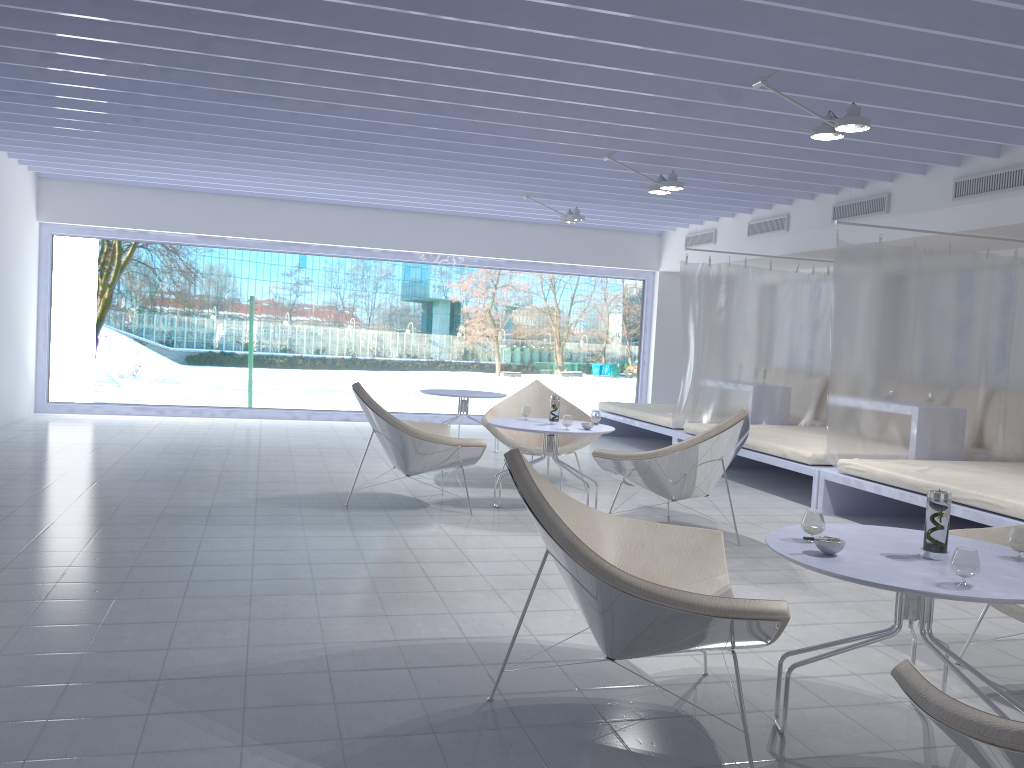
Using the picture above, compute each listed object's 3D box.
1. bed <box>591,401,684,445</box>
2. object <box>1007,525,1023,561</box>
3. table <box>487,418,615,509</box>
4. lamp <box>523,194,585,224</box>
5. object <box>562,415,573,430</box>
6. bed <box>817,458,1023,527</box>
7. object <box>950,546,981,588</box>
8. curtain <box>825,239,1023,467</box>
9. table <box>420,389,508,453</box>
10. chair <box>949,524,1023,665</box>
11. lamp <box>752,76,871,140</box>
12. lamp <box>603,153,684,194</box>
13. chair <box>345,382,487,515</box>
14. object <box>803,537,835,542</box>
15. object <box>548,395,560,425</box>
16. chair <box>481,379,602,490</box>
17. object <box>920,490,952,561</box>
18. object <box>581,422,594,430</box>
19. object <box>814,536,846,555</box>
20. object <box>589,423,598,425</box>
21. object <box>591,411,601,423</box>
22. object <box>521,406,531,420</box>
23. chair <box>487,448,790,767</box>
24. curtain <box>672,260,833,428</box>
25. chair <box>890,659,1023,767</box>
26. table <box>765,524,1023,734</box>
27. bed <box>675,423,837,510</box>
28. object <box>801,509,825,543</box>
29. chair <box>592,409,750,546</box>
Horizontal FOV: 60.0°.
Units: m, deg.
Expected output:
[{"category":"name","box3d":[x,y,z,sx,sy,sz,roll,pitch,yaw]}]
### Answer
[{"category":"bed","box3d":[2.178,0.492,9.486,2.022,0.422,2.200,2,3,-16]},{"category":"object","box3d":[1.449,0.453,2.525,0.068,0.091,0.068,2,3,-26]},{"category":"table","box3d":[0.237,0.528,5.736,0.825,0.534,0.823,2,3,-24]},{"category":"lamp","box3d":[0.393,-1.702,8.589,0.587,0.218,0.380,2,3,-16]},{"category":"object","box3d":[0.338,0.236,5.430,0.068,0.091,0.068,4,3,13]},{"category":"bed","box3d":[3.350,0.784,5.238,2.022,0.422,2.200,2,3,-16]},{"category":"object","box3d":[1.120,0.452,2.193,0.068,0.091,0.068,2,3,-26]},{"category":"curtain","box3d":[3.083,-0.161,6.240,1.998,1.559,0.125,2,3,-17]},{"category":"table","box3d":[-0.468,0.348,8.361,0.825,0.534,0.823,5,4,31]},{"category":"chair","box3d":[2.015,0.664,2.919,0.753,0.759,0.906,3,3,-12]},{"category":"lamp","box3d":[1.509,-1.424,4.550,0.587,0.218,0.380,2,3,-16]},{"category":"lamp","box3d":[0.954,-1.562,6.560,0.587,0.218,0.380,2,3,-16]},{"category":"chair","box3d":[-0.648,0.376,5.528,0.753,0.759,0.906,2,3,-20]},{"category":"object","box3d":[0.847,0.428,2.446,0.098,0.016,0.012,2,3,-16]},{"category":"object","box3d":[0.276,0.167,5.746,0.075,0.189,0.075,2,3,-24]},{"category":"chair","box3d":[0.205,0.359,6.740,0.906,0.759,0.753,3,3,-5]},{"category":"object","box3d":[1.189,0.394,2.482,0.075,0.185,0.075,6,4,37]},{"category":"object","box3d":[0.469,0.263,5.512,0.082,0.043,0.082,6,4,43]},{"category":"object","box3d":[0.877,0.449,2.451,0.082,0.043,0.082,2,3,-14]},{"category":"object","box3d":[0.491,0.246,5.486,0.098,0.016,0.012,6,4,41]},{"category":"object","box3d":[0.553,0.225,5.854,0.068,0.091,0.068,2,3,-23]},{"category":"object","box3d":[0.096,0.195,5.945,0.068,0.091,0.068,4,3,7]},{"category":"chair","box3d":[0.322,0.585,2.618,0.753,0.759,0.906,3,3,2]},{"category":"curtain","box3d":[2.456,-0.330,8.362,2.050,1.552,0.151,2,3,-16]},{"category":"chair","box3d":[1.212,0.696,1.472,0.906,0.759,0.753,3,3,-1]},{"category":"table","box3d":[1.126,0.749,2.512,0.825,0.534,0.823,1,4,-39]},{"category":"bed","box3d":[2.749,0.635,7.356,2.016,0.427,2.200,2,3,-16]},{"category":"object","box3d":[0.885,0.417,2.605,0.068,0.091,0.068,2,3,-26]},{"category":"chair","box3d":[1.021,0.489,5.153,0.753,0.759,0.906,6,4,44]}]
